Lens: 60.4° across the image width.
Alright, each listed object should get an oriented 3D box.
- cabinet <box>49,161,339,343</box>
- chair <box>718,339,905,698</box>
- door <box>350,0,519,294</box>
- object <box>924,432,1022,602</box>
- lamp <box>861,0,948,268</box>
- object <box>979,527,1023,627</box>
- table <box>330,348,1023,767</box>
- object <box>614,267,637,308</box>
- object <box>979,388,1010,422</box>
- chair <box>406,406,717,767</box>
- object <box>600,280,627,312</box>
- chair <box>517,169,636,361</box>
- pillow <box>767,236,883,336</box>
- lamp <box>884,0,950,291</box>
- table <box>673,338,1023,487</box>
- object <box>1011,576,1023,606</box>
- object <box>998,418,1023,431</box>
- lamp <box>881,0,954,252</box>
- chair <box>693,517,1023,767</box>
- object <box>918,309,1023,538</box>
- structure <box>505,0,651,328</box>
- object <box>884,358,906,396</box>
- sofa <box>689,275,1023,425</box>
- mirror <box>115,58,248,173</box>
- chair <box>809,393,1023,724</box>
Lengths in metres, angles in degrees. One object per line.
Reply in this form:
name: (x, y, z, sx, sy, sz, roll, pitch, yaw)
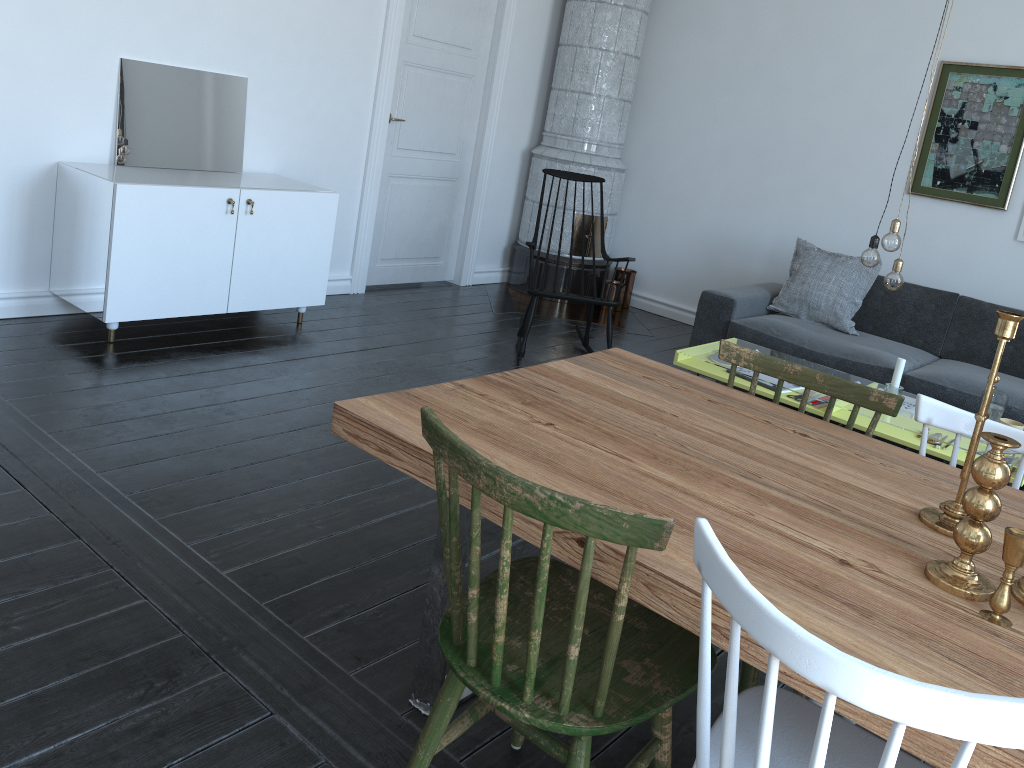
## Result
cabinet: (-1.539, -0.660, 4.393, 0.601, 0.718, 1.210, 20, 18, 35)
chair: (0.546, 0.372, 2.099, 0.476, 0.808, 0.489, 19, 15, 35)
door: (-0.499, -1.838, 5.860, 0.118, 2.419, 1.176, 18, 15, 35)
object: (0.723, 0.200, 1.363, 0.100, 0.242, 0.103, 3, 14, -29)
lamp: (1.588, -1.185, 3.472, 0.074, 1.463, 0.088, 10, 11, -2)
object: (0.721, 0.281, 1.280, 0.050, 0.136, 0.049, 19, 15, 36)
table: (0.762, 0.658, 1.482, 2.271, 0.700, 1.025, 22, 20, 36)
object: (0.833, -0.728, 6.667, 0.176, 0.274, 0.177, 20, 16, 36)
object: (1.917, 0.102, 3.518, 0.097, 0.143, 0.100, 9, 13, -2)
chair: (0.077, 0.472, 1.521, 0.476, 0.809, 0.489, 19, 15, 35)
object: (0.745, -0.652, 6.510, 0.176, 0.195, 0.174, 17, 15, 26)
chair: (0.329, -0.674, 5.026, 0.611, 0.982, 0.931, 8, 14, -8)
pillow: (2.448, -0.345, 4.824, 2.100, 0.481, 0.480, 25, 20, 40)
lamp: (1.661, -1.086, 3.436, 0.088, 1.463, 0.076, 4, 13, -28)
table: (1.413, 0.223, 3.754, 1.428, 0.390, 0.605, 22, 20, 36)
object: (0.877, 0.202, 1.338, 0.140, 0.304, 0.144, 8, 12, -10)
object: (1.928, 0.179, 3.413, 0.086, 0.065, 0.089, 3, 16, -24)
lamp: (1.644, -1.240, 3.410, 0.074, 1.463, 0.076, 9, 11, -6)
chair: (0.442, 0.624, 1.212, 0.475, 0.823, 0.513, 19, 16, 36)
object: (0.839, 0.069, 1.574, 0.113, 0.401, 0.116, 10, 12, -1)
structure: (0.599, -1.999, 6.293, 0.776, 2.825, 1.303, 8, 12, -8)
object: (1.637, -0.030, 3.742, 0.074, 0.169, 0.076, 6, 13, -18)
sofa: (2.291, -0.128, 4.825, 2.419, 0.706, 1.092, 22, 20, 36)
mirror: (-1.650, -1.337, 4.447, 0.055, 0.491, 0.701, 18, 17, 35)
chair: (0.936, 0.513, 1.838, 0.475, 0.823, 0.513, 19, 16, 36)
